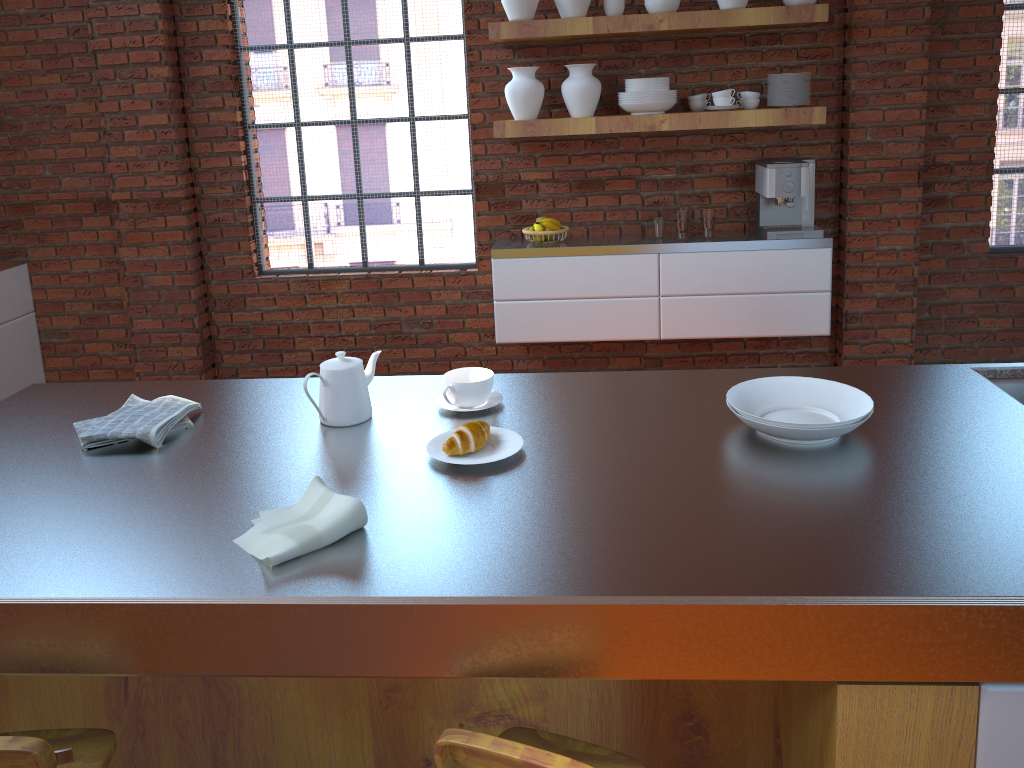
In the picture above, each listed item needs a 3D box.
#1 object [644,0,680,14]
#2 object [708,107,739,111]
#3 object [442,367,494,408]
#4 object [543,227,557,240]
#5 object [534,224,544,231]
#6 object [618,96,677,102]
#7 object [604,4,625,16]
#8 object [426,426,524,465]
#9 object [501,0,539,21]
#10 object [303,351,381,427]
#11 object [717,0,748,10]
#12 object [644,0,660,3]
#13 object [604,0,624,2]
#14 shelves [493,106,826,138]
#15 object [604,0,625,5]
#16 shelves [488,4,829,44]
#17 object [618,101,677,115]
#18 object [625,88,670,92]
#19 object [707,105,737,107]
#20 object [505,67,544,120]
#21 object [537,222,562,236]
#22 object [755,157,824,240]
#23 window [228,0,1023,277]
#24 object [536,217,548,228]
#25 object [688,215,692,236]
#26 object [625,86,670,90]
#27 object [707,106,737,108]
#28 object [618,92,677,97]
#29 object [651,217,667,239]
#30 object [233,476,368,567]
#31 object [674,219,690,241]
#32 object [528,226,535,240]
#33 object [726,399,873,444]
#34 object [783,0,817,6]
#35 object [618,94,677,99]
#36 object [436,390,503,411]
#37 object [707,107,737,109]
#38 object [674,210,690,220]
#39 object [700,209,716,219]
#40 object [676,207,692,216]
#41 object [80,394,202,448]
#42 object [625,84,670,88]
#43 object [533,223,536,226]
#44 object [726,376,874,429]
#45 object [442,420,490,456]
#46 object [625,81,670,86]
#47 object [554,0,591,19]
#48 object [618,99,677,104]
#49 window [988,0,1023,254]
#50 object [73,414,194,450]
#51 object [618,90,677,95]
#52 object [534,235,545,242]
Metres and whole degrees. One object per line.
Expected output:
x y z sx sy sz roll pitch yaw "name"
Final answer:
0.707 -1.764 4.137 0.165 0.059 0.170 -3 17 0 "object"
1.000 -1.301 4.171 0.156 0.012 0.156 -15 21 -32 "object"
-0.102 0.013 2.019 0.125 0.068 0.119 -6 17 -10 "object"
0.186 -0.753 4.396 0.076 0.064 0.079 9 20 37 "object"
0.134 -0.774 4.370 0.045 0.051 0.053 -4 15 -6 "object"
0.651 -1.347 4.226 0.282 0.054 0.289 -6 18 -11 "object"
0.485 -1.765 4.173 0.100 0.059 0.100 13 22 42 "object"
-0.074 0.126 1.757 0.195 0.013 0.200 6 20 25 "object"
0.041 -1.748 4.125 0.183 0.101 0.183 11 22 39 "object"
-0.375 0.001 1.966 0.118 0.151 0.203 0 16 11 "object"
1.023 -1.780 4.075 0.181 0.101 0.185 -10 18 -24 "object"
0.706 -1.780 4.134 0.165 0.059 0.170 -3 17 0 "object"
0.484 -1.793 4.167 0.100 0.059 0.100 13 22 42 "object"
0.690 -1.273 4.268 1.534 0.074 0.347 -1 18 5 "shelves"
0.484 -1.780 4.170 0.100 0.059 0.100 13 22 42 "object"
0.669 -1.706 4.179 1.534 0.074 0.347 -1 18 5 "shelves"
0.652 -1.326 4.230 0.282 0.054 0.289 -6 18 -11 "object"
0.649 -1.384 4.218 0.214 0.054 0.220 -4 18 -3 "object"
0.999 -1.314 4.169 0.156 0.012 0.156 -15 21 -32 "object"
0.061 -1.409 4.274 0.194 0.243 0.196 11 20 43 "object"
0.204 -0.765 4.359 0.064 0.092 0.180 9 20 40 "object"
1.348 -0.907 4.269 0.270 0.360 0.390 -2 15 5 "object"
2.658 -1.987 6.618 17.428 9.674 3.724 -4 13 -5 "window"
0.155 -0.811 4.423 0.068 0.060 0.071 3 17 21 "object"
0.861 -0.789 4.395 0.078 0.101 0.080 7 17 34 "object"
0.649 -1.394 4.216 0.214 0.054 0.220 -4 18 -3 "object"
0.999 -1.309 4.170 0.156 0.012 0.156 -15 21 -32 "object"
0.650 -1.365 4.222 0.282 0.054 0.289 -6 18 -11 "object"
0.730 -0.772 4.365 0.078 0.101 0.079 -9 15 -24 "object"
-0.360 0.214 1.458 0.198 0.060 0.208 -14 21 -31 "object"
0.827 -0.751 4.282 0.078 0.101 0.080 7 17 34 "object"
0.115 -0.757 4.419 0.074 0.074 0.074 -8 16 -19 "object"
0.580 0.065 1.784 0.283 0.054 0.288 -10 19 -22 "object"
1.333 -1.772 4.070 0.167 0.059 0.168 14 24 42 "object"
0.650 -1.357 4.224 0.282 0.054 0.289 -6 18 -11 "object"
-0.097 0.041 2.025 0.155 0.012 0.157 9 21 32 "object"
0.999 -1.305 4.170 0.156 0.012 0.156 -15 21 -32 "object"
0.825 -0.787 4.275 0.078 0.101 0.080 7 17 34 "object"
0.955 -0.797 4.285 0.078 0.101 0.080 1 15 17 "object"
0.860 -0.826 4.388 0.078 0.101 0.080 7 17 34 "object"
-0.820 0.081 1.960 0.164 0.049 0.239 -1 18 5 "object"
0.648 -1.405 4.214 0.214 0.054 0.220 -4 18 -3 "object"
0.130 -0.797 4.467 0.045 0.046 0.057 8 19 36 "object"
0.579 0.055 1.782 0.283 0.054 0.288 -10 19 -22 "object"
-0.085 0.103 1.758 0.062 0.050 0.141 4 19 23 "object"
0.648 -1.415 4.212 0.214 0.054 0.220 -4 18 -3 "object"
0.288 -1.765 4.139 0.183 0.101 0.183 11 22 39 "object"
0.652 -1.336 4.228 0.282 0.054 0.289 -6 18 -11 "object"
2.980 -1.465 4.297 1.268 1.629 0.086 -2 12 5 "window"
-0.852 0.092 1.978 0.234 0.025 0.168 -13 21 -28 "object"
0.650 -1.375 4.220 0.282 0.054 0.289 -6 18 -11 "object"
0.137 -0.725 4.367 0.056 0.045 0.047 9 19 37 "object"
